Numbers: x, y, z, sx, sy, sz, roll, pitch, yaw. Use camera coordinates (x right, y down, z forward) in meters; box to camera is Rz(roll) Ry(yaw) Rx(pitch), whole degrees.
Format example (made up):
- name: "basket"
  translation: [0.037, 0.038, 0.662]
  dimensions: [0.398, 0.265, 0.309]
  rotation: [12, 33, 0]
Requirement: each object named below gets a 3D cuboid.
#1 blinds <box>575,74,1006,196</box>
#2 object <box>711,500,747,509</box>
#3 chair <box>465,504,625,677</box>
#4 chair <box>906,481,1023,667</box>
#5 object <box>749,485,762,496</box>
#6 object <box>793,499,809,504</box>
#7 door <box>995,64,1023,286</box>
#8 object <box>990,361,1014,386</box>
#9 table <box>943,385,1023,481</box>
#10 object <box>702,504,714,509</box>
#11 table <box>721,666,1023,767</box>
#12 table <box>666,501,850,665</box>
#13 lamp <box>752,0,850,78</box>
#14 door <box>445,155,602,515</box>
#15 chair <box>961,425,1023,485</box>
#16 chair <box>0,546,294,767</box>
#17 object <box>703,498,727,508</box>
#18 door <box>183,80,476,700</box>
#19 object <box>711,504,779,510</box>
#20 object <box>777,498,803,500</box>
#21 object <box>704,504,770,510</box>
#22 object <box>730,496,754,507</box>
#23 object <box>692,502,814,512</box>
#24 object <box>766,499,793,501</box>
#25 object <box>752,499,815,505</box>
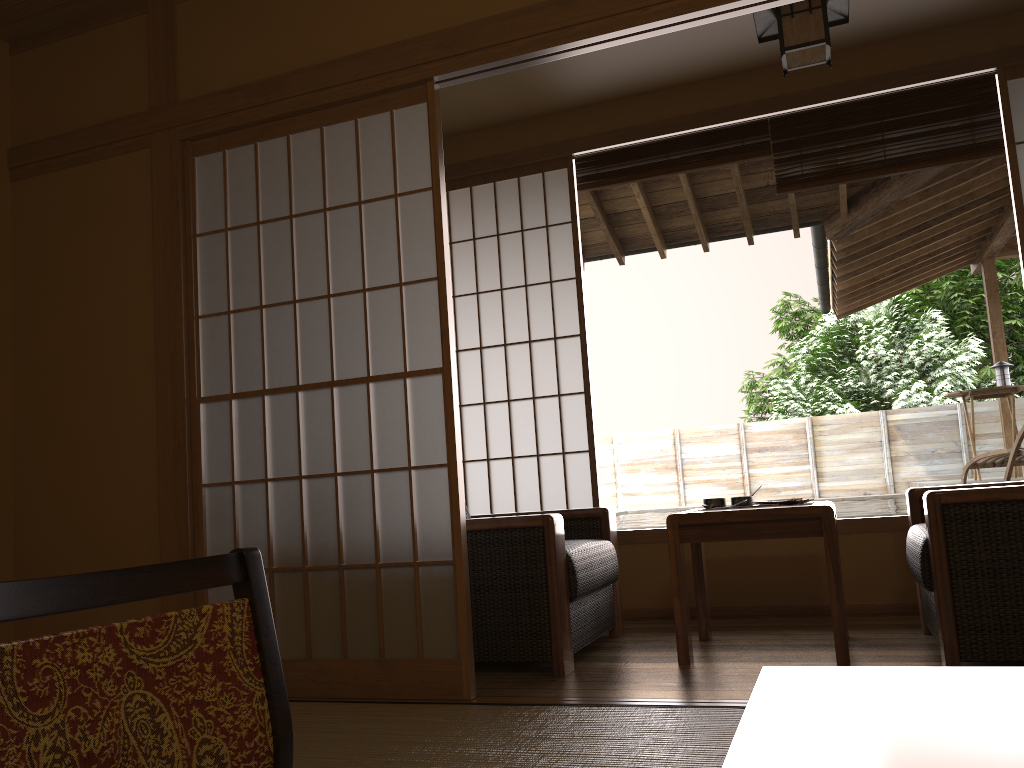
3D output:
- name: "blinds"
  translation: [1.220, -1.178, 4.185]
  dimensions: [1.933, 0.593, 0.048]
  rotation: [-7, -7, 20]
- name: "object"
  translation: [0.777, 0.432, 3.176]
  dimensions: [0.130, 0.026, 0.038]
  rotation: [-4, -7, 4]
- name: "chair"
  translation: [-0.110, 0.661, 3.478]
  dimensions: [0.944, 0.777, 0.874]
  rotation: [-6, -7, 20]
- name: "chair"
  translation: [1.758, 0.447, 2.803]
  dimensions: [0.944, 0.777, 0.874]
  rotation: [-6, -7, 20]
- name: "object"
  translation: [0.873, 0.410, 3.280]
  dimensions: [0.117, 0.068, 0.038]
  rotation: [-2, -7, -15]
- name: "object"
  translation: [0.993, 0.404, 3.045]
  dimensions: [0.050, 0.018, 0.015]
  rotation: [-5, -7, 6]
- name: "door"
  translation: [2.609, -0.476, 3.546]
  dimensions: [0.993, 1.869, 0.040]
  rotation: [-6, -7, 20]
- name: "object"
  translation: [4.045, -0.075, 7.310]
  dimensions: [0.176, 0.239, 0.176]
  rotation: [-3, -7, -12]
- name: "table"
  translation: [3.955, 0.416, 7.279]
  dimensions: [0.670, 0.730, 0.670]
  rotation: [-7, -7, 23]
- name: "object"
  translation: [0.711, 0.446, 3.216]
  dimensions: [0.015, 0.018, 0.050]
  rotation: [0, -8, -28]
- name: "table"
  translation: [0.620, 0.429, 0.462]
  dimensions: [0.995, 0.356, 0.996]
  rotation: [-6, -8, 20]
- name: "table"
  translation: [0.884, 0.688, 3.147]
  dimensions: [0.540, 0.499, 0.541]
  rotation: [-6, -7, 20]
- name: "lamp"
  translation: [1.037, -1.490, 3.226]
  dimensions: [0.330, 0.680, 0.331]
  rotation: [-6, -7, 20]
- name: "door"
  translation: [-0.093, -0.166, 4.523]
  dimensions: [0.993, 1.869, 0.040]
  rotation: [-6, -7, 20]
- name: "chair"
  translation: [3.205, 0.131, 5.151]
  dimensions: [0.677, 0.850, 1.229]
  rotation: [-3, -7, -5]
- name: "chair"
  translation: [-0.169, 0.434, 0.827]
  dimensions: [0.687, 0.545, 0.583]
  rotation: [-7, -8, 24]
- name: "object"
  translation: [0.755, 0.444, 3.302]
  dimensions: [0.084, 0.037, 0.084]
  rotation: [3, -10, -42]
- name: "door"
  translation: [-0.643, 0.037, 2.926]
  dimensions: [0.993, 1.930, 0.040]
  rotation: [-6, -7, 20]
- name: "object"
  translation: [0.814, 0.430, 3.102]
  dimensions: [0.230, 0.007, 0.006]
  rotation: [-6, -7, 15]
- name: "object"
  translation: [0.970, 0.412, 3.164]
  dimensions: [0.006, 0.007, 0.231]
  rotation: [-2, -8, -14]
- name: "object"
  translation: [0.791, 0.435, 3.128]
  dimensions: [0.230, 0.007, 0.006]
  rotation: [-5, -7, 9]
- name: "object"
  translation: [0.850, 0.434, 3.270]
  dimensions: [0.084, 0.037, 0.084]
  rotation: [-5, -7, 12]
- name: "object"
  translation: [0.868, 0.440, 3.174]
  dimensions: [0.401, 0.003, 0.300]
  rotation: [-7, -8, 20]
- name: "object"
  translation: [0.949, 0.412, 3.152]
  dimensions: [0.006, 0.007, 0.231]
  rotation: [-3, -7, -6]
- name: "object"
  translation: [0.966, 0.422, 3.159]
  dimensions: [0.131, 0.015, 0.182]
  rotation: [0, -8, -25]
